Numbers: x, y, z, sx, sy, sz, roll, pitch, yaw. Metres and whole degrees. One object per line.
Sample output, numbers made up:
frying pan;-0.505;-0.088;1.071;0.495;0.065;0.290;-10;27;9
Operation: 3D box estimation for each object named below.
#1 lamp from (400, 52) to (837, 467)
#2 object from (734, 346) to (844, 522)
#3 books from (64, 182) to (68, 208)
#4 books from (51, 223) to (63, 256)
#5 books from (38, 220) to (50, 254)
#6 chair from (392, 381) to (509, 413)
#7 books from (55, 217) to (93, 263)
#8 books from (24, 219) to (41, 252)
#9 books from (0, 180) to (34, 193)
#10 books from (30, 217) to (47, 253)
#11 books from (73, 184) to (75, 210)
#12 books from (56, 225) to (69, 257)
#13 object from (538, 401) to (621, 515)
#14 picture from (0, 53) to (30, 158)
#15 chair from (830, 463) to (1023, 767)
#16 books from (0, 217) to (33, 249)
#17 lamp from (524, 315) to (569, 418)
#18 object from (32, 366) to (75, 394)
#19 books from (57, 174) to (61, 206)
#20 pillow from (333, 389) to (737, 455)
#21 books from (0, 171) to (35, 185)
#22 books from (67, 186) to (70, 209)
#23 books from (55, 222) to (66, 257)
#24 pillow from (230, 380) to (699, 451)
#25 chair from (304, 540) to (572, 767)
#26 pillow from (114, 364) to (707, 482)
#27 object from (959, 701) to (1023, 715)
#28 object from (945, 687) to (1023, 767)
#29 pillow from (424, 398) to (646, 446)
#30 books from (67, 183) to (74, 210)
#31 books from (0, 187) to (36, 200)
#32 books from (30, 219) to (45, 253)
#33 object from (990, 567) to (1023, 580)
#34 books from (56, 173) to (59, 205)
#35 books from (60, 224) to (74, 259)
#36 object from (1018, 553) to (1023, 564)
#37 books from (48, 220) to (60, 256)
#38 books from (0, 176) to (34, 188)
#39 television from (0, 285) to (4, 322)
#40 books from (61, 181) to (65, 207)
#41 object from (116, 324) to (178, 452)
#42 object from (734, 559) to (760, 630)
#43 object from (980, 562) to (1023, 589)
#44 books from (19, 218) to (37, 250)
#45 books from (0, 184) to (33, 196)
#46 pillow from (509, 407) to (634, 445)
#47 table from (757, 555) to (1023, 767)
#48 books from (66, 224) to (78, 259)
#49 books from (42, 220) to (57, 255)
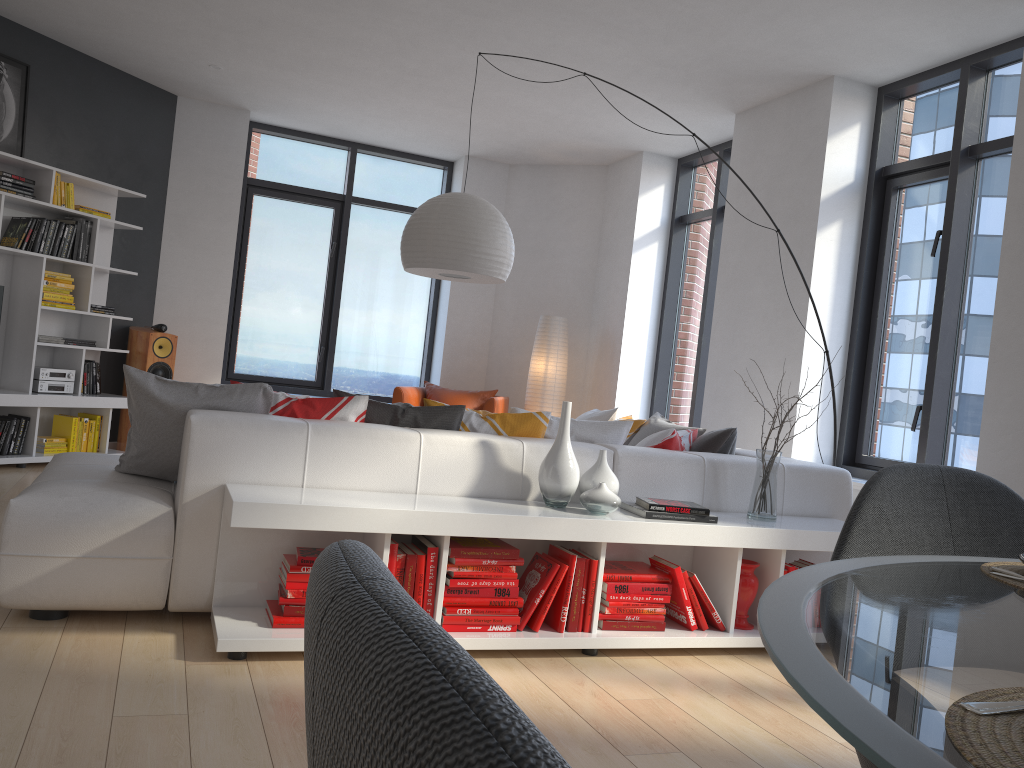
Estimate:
lamp;0.947;-0.286;4.396;3.199;2.647;0.710;6;0;15
object;1.108;0.191;3.595;0.406;0.744;0.607;6;0;19
books;-3.175;-1.326;6.226;0.128;0.178;0.044;6;0;23
books;-3.238;-1.010;6.212;0.172;0.242;0.069;6;0;24
books;-3.296;-1.017;6.136;0.179;0.243;0.068;6;0;22
chair;-0.517;0.433;7.636;0.896;0.858;0.843;6;0;11
books;-3.196;-1.042;6.433;0.259;0.321;0.128;6;0;24
books;-3.323;-1.016;6.056;0.169;0.233;0.081;6;0;23
books;-3.397;-1.326;5.934;0.214;0.030;0.284;7;0;27
books;-3.311;-1.025;6.114;0.192;0.254;0.075;6;0;23
books;-3.159;-1.327;6.291;0.142;0.184;0.044;6;0;24
books;-3.231;-1.012;6.262;0.179;0.243;0.071;6;0;22
object;0.266;0.273;3.355;0.316;0.398;0.319;6;0;2
picture;-3.615;-1.885;5.561;0.076;0.707;1.279;6;0;24
chair;0.732;0.587;1.189;0.655;0.891;0.619;6;0;-15
books;-3.357;-1.020;6.000;0.182;0.234;0.104;6;0;24
lamp;0.448;0.194;7.700;0.804;1.550;0.502;7;0;29
object;-3.323;-0.031;6.311;0.270;0.174;0.285;6;0;24
books;-3.219;-1.354;6.191;0.164;0.224;0.054;6;0;23
pillow;0.214;0.327;3.998;2.120;0.436;0.608;6;0;-26
books;-3.376;-1.379;5.928;0.209;0.030;0.266;6;0;17
books;-3.158;-1.314;6.238;0.108;0.161;0.046;6;0;22
books;-3.252;-1.019;6.244;0.192;0.254;0.075;6;0;23
pillow;-0.088;0.320;3.871;2.250;0.449;0.575;6;0;-24
chair;0.185;0.530;0.365;0.619;0.891;0.655;6;0;-20
pillow;-0.295;0.265;4.145;2.953;0.453;0.647;6;0;-34
object;0.434;0.220;0.466;0.206;0.015;0.309;6;0;-17
object;0.430;0.227;0.472;0.360;0.002;0.360;7;0;43
pillow;0.203;0.339;4.571;0.630;0.440;2.095;7;0;26
books;-3.160;-1.327;6.266;0.141;0.184;0.064;6;0;24
books;-3.382;-1.273;5.924;0.214;0.030;0.284;7;0;27
books;-3.297;-1.016;6.082;0.172;0.242;0.069;6;0;24
object;0.778;0.255;1.101;0.309;0.015;0.206;6;0;-17
books;-3.223;-1.354;6.160;0.163;0.224;0.041;6;0;22
books;-3.226;-1.015;6.302;0.191;0.249;0.084;6;0;24
object;0.786;0.226;1.115;0.258;0.074;0.258;6;0;-41
books;-3.272;-1.024;6.203;0.197;0.260;0.066;6;0;24
books;-3.368;-1.351;5.927;0.180;0.026;0.246;7;0;26
television;-3.709;-0.336;5.505;0.207;0.704;1.102;6;0;24
books;-3.189;-1.328;6.211;0.132;0.180;0.054;6;0;24
object;-2.946;0.051;7.090;0.434;1.088;0.290;7;0;39
object;0.916;0.837;3.542;0.125;0.258;0.125;6;0;-44
object;0.786;0.264;1.104;0.360;0.002;0.360;6;0;21
books;-3.348;-1.018;6.032;0.187;0.234;0.096;6;0;24
books;-3.383;-1.298;5.924;0.189;0.020;0.264;6;0;22
pillow;0.298;0.329;4.876;0.580;0.456;2.156;6;0;4
table;0.895;0.664;0.594;1.499;0.764;1.499;6;0;-32
books;-3.212;-1.018;6.333;0.197;0.260;0.066;6;0;24
books;-3.285;-1.021;6.172;0.191;0.249;0.084;6;0;24
